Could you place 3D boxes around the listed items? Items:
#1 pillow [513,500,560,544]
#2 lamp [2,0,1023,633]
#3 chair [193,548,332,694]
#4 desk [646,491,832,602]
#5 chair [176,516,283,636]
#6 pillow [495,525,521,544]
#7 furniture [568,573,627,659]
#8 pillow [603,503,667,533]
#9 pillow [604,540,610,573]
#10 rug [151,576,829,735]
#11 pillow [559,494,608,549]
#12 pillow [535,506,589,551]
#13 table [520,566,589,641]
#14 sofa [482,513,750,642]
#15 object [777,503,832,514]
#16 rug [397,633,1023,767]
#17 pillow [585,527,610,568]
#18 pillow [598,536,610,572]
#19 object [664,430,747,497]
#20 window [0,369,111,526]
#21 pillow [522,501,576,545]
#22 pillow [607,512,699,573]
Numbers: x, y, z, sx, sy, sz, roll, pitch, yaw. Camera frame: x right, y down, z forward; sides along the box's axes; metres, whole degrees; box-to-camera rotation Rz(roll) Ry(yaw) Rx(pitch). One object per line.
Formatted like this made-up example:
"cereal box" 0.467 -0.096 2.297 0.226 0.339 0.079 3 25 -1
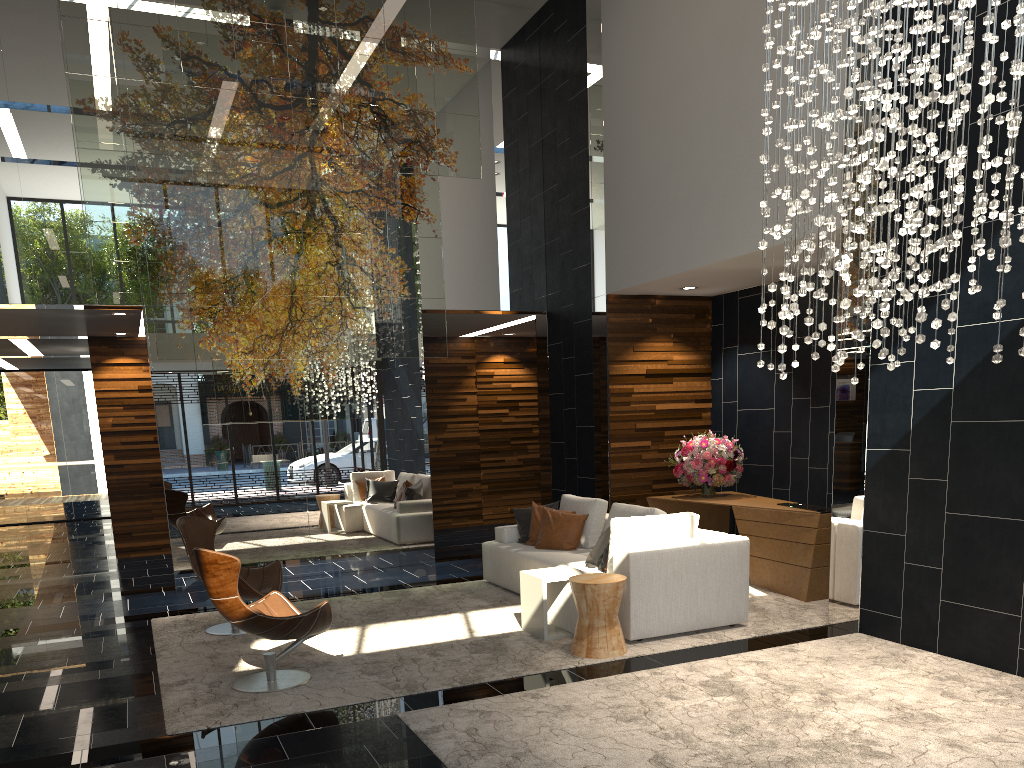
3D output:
"pillow" 0.240 1.316 8.203 0.554 0.427 0.247 -1 7 24
"lamp" -4.406 -46.576 0.312 399.109 117.224 391.278 -2 -1 2
"chair" -1.515 1.433 5.406 0.672 0.957 0.770 2 7 34
"desk" 2.312 1.493 8.247 0.983 0.767 2.212 -3 0 -24
"chair" -2.270 1.521 6.898 0.789 0.957 0.655 -2 7 4
"pillow" 0.142 1.454 8.478 0.618 0.156 0.236 -1 1 -28
"furniture" 0.589 1.579 5.892 0.393 0.536 0.381 -1 7 11
"pillow" 0.989 1.232 7.206 0.288 0.447 0.708 -5 3 -23
"pillow" 0.904 1.247 6.538 0.515 0.425 0.262 -4 7 -27
"rug" 0.194 1.913 7.234 5.863 0.006 3.168 -1 -2 -23
"pillow" 0.629 1.271 8.016 0.245 0.463 0.708 -6 3 -24
"pillow" 0.430 1.315 7.815 0.518 0.425 0.262 0 7 37
"table" 0.330 1.639 6.476 0.397 0.479 0.392 -5 6 -24
"sofa" 0.611 1.549 7.415 1.282 0.699 2.810 -3 -1 -24
"object" 2.581 1.071 7.473 0.240 0.027 0.699 -2 -2 -13
"rug" 1.386 1.757 4.451 3.394 0.006 2.303 -1 -2 -23
"pillow" 0.782 1.281 6.898 0.298 0.374 0.494 1 4 26
"pillow" 0.863 1.270 6.737 0.254 0.426 0.543 3 5 34
"object" 1.979 0.802 8.685 0.683 0.696 0.650 -5 6 -32
"window" -9.532 1.203 15.800 3.930 2.925 0.058 -3 10 -23
"pillow" 0.349 1.302 8.016 0.548 0.443 0.236 0 8 31
"pillow" 1.044 1.192 6.383 0.707 0.473 0.212 -3 8 -22
